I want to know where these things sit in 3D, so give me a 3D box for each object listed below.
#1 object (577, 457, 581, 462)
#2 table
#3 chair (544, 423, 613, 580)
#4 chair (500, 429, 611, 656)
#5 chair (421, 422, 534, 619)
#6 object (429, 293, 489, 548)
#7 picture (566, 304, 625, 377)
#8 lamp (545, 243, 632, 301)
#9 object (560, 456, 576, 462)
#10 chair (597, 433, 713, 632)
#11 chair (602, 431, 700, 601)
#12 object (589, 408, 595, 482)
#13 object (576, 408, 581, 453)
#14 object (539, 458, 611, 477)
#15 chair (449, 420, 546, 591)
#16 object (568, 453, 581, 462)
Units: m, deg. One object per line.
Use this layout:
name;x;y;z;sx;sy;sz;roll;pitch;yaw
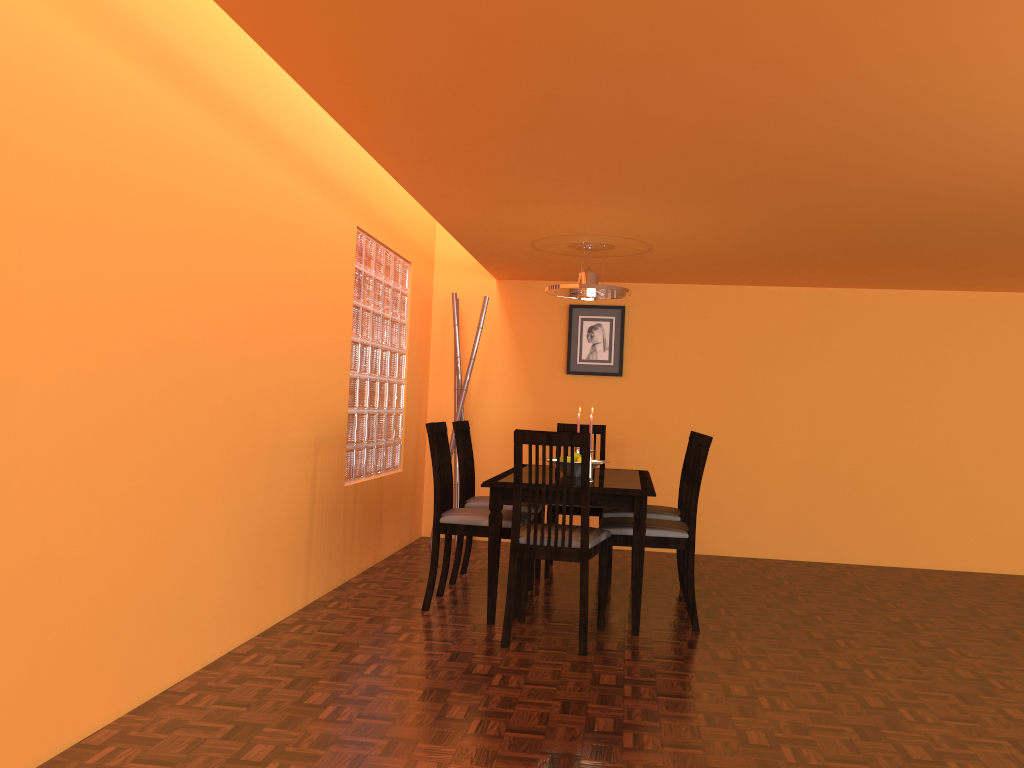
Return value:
object;0.318;0.353;4.010;0.046;0.046;0.055;3;-1;-9
table;0.290;0.718;4.131;0.697;0.584;1.259;2;-1;8
chair;0.373;0.627;4.869;0.373;0.809;0.465;2;-1;3
chair;0.172;0.582;3.421;0.373;0.809;0.465;2;-1;13
chair;-0.151;0.580;3.910;0.465;0.809;0.373;2;-1;8
object;-0.321;0.228;5.573;0.308;1.589;0.226;2;-2;30
picture;0.541;-0.282;5.727;0.361;0.456;0.014;2;-1;8
lamp;0.388;-0.564;4.480;0.435;0.274;0.435;2;-2;30
object;0.253;0.371;4.078;0.089;0.076;0.087;2;-2;14
chair;0.607;0.611;3.807;0.465;0.809;0.373;2;-1;8
chair;0.683;0.628;4.378;0.465;0.809;0.373;2;-1;8
object;0.338;0.257;3.834;0.044;0.326;0.044;3;-1;-4
object;0.326;0.270;4.382;0.044;0.326;0.044;3;-1;-4
object;0.286;0.388;4.100;0.337;0.072;0.337;3;-2;-26
chair;-0.075;0.598;4.482;0.465;0.809;0.373;2;-1;8
object;0.295;0.355;4.174;0.069;0.066;0.069;2;-2;17
